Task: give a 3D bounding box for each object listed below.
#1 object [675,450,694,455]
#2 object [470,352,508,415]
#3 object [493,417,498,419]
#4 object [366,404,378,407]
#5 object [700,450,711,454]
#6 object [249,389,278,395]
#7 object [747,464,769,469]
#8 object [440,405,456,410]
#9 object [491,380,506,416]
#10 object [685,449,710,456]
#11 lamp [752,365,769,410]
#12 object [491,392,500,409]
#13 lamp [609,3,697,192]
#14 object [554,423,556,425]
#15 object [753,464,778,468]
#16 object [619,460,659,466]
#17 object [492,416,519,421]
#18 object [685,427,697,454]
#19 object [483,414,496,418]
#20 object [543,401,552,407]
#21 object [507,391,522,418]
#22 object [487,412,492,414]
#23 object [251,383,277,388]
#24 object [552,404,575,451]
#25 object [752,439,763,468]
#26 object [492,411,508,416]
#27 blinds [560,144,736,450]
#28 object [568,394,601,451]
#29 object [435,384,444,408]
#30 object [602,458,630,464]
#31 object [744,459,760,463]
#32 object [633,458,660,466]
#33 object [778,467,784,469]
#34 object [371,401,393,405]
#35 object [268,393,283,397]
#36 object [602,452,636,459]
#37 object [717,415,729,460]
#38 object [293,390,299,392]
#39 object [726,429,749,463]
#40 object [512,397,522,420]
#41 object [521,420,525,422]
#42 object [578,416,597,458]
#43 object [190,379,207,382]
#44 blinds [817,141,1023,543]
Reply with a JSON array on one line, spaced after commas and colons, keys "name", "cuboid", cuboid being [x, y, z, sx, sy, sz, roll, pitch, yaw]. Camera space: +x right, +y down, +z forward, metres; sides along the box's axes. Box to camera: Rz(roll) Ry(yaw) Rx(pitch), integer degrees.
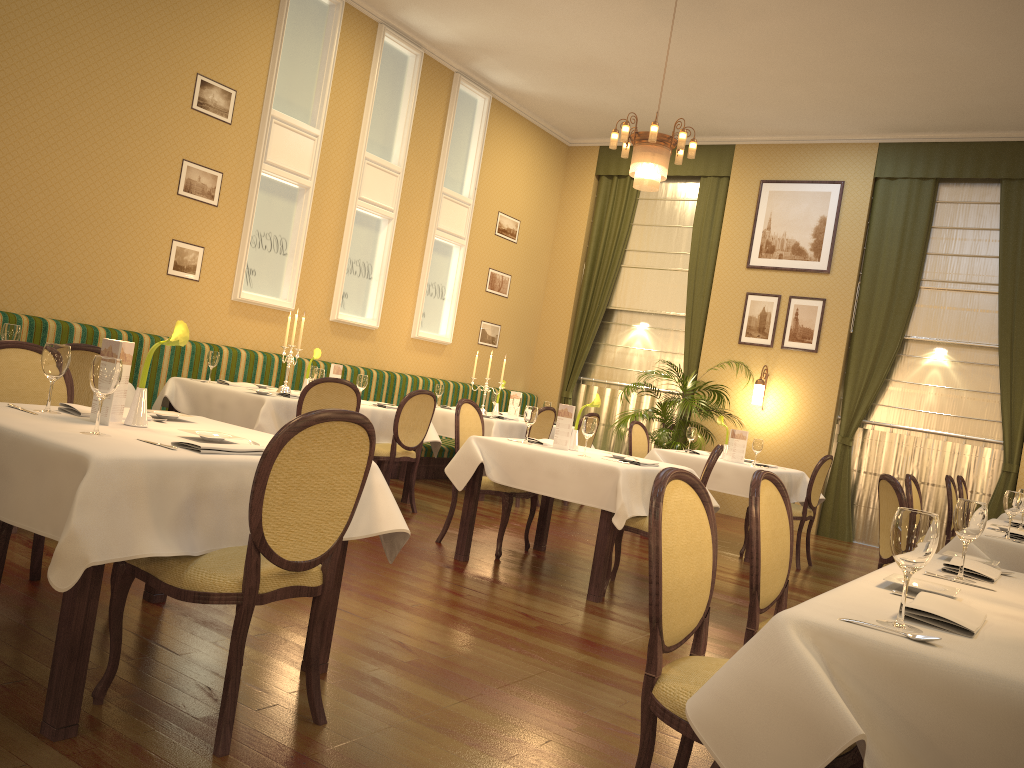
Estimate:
[{"name": "object", "cuboid": [1.504, 0.595, 7.691, 0.185, 0.010, 0.017, 9, 0, 34]}, {"name": "object", "cuboid": [-0.250, -0.016, 8.839, 0.390, 0.655, 0.131, 9, 0, 39]}, {"name": "object", "cuboid": [-0.196, 0.313, 8.425, 0.181, 0.015, 0.038, 9, 0, 35]}, {"name": "object", "cuboid": [-1.120, 0.162, 6.916, 0.185, 0.010, 0.017, 9, 0, 33]}, {"name": "object", "cuboid": [1.783, 0.635, 8.173, 0.160, 0.024, 0.160, 9, 0, 33]}, {"name": "object", "cuboid": [-1.693, 0.060, 6.007, 0.160, 0.024, 0.160, 9, 0, 33]}, {"name": "object", "cuboid": [2.052, 0.685, 7.397, 0.185, 0.010, 0.017, 9, 0, 33]}, {"name": "object", "cuboid": [-0.576, 0.244, 8.833, 0.142, 0.033, 0.273, 9, 0, 33]}, {"name": "object", "cuboid": [-0.129, 0.142, 9.138, 0.076, 0.375, 0.163, 9, 0, 20]}, {"name": "object", "cuboid": [1.664, 0.613, 7.931, 0.142, 0.033, 0.273, 9, 0, 33]}, {"name": "lamp", "cuboid": [2.845, 0.035, 10.147, 0.114, 0.513, 0.323, 9, 0, 22]}, {"name": "object", "cuboid": [-0.188, 0.206, 9.500, 0.088, 0.229, 0.088, 9, 0, -9]}, {"name": "lamp", "cuboid": [1.139, -2.337, 6.579, 0.593, 1.796, 0.593, 9, 0, 31]}, {"name": "object", "cuboid": [0.491, 0.424, 9.300, 0.142, 0.024, 0.273, 9, 0, 33]}, {"name": "object", "cuboid": [2.180, 0.702, 7.620, 0.142, 0.024, 0.273, 9, 0, 33]}, {"name": "object", "cuboid": [0.756, 0.465, 5.259, 0.142, 0.024, 0.273, 9, 0, 33]}, {"name": "object", "cuboid": [-0.062, 0.328, 8.533, 0.142, 0.033, 0.273, 9, 0, 33]}, {"name": "object", "cuboid": [1.560, 0.493, 7.765, 0.088, 0.229, 0.088, 9, 0, -9]}, {"name": "object", "cuboid": [-0.239, 0.302, 8.268, 0.160, 0.024, 0.160, 9, 0, 33]}, {"name": "object", "cuboid": [0.349, 0.294, 9.062, 0.088, 0.229, 0.088, 9, 0, -9]}, {"name": "object", "cuboid": [0.000, 0.214, 9.134, 0.081, 0.277, 0.166, 9, 0, -40]}, {"name": "object", "cuboid": [-0.244, 0.307, 9.425, 0.185, 0.010, 0.017, 9, 0, 34]}, {"name": "object", "cuboid": [-1.939, 0.020, 6.871, 0.160, 0.024, 0.160, 9, 0, 33]}, {"name": "object", "cuboid": [0.310, 0.264, 5.471, 0.081, 0.277, 0.166, 9, 0, -10]}, {"name": "object", "cuboid": [2.015, 0.568, 7.309, 0.088, 0.229, 0.088, 9, 0, -9]}, {"name": "object", "cuboid": [-0.084, 0.325, 9.666, 0.142, 0.033, 0.273, 9, 0, 33]}, {"name": "blinds", "cuboid": [1.625, -0.911, 11.295, 1.934, 4.537, 0.225, 9, 0, 32]}, {"name": "object", "cuboid": [0.449, 0.235, 5.516, 0.163, 0.375, 0.076, 9, 0, 10]}, {"name": "object", "cuboid": [-0.720, 0.118, 8.681, 0.088, 0.229, 0.088, 9, 0, -9]}, {"name": "object", "cuboid": [0.598, 0.444, 5.137, 0.185, 0.010, 0.017, 9, 0, 33]}, {"name": "object", "cuboid": [2.114, 0.690, 7.938, 0.160, 0.024, 0.160, 9, 0, 33]}, {"name": "object", "cuboid": [0.828, 0.480, 5.471, 0.181, 0.015, 0.038, 9, 0, 35]}, {"name": "object", "cuboid": [2.319, 0.728, 7.790, 0.181, 0.015, 0.038, 9, 0, 35]}, {"name": "object", "cuboid": [-1.062, 0.165, 7.230, 0.160, 0.024, 0.160, 9, 0, 33]}, {"name": "object", "cuboid": [-1.650, 0.072, 6.164, 0.181, 0.015, 0.038, 9, 0, 35]}, {"name": "object", "cuboid": [0.657, 0.448, 5.450, 0.160, 0.024, 0.160, 9, 0, 33]}, {"name": "object", "cuboid": [1.859, 0.469, 7.799, 0.076, 0.375, 0.163, 9, 0, -35]}, {"name": "object", "cuboid": [-1.698, 0.066, 7.164, 0.185, 0.010, 0.017, 9, 0, 34]}, {"name": "object", "cuboid": [1.909, 0.529, 7.586, 0.166, 0.277, 0.081, 9, 0, 40]}, {"name": "object", "cuboid": [0.038, 0.243, 8.705, 0.088, 0.229, 0.088, 9, 0, -9]}, {"name": "object", "cuboid": [0.082, 0.361, 8.787, 0.185, 0.010, 0.017, 9, 0, 33]}, {"name": "object", "cuboid": [0.437, 0.307, 5.145, 0.088, 0.229, 0.088, 9, 0, -15]}, {"name": "object", "cuboid": [-2.243, -0.026, 6.348, 0.181, 0.015, 0.038, 9, 0, 35]}, {"name": "blinds", "cuboid": [4.519, -0.434, 9.371, 1.878, 4.537, 0.129, 9, 0, 33]}]
